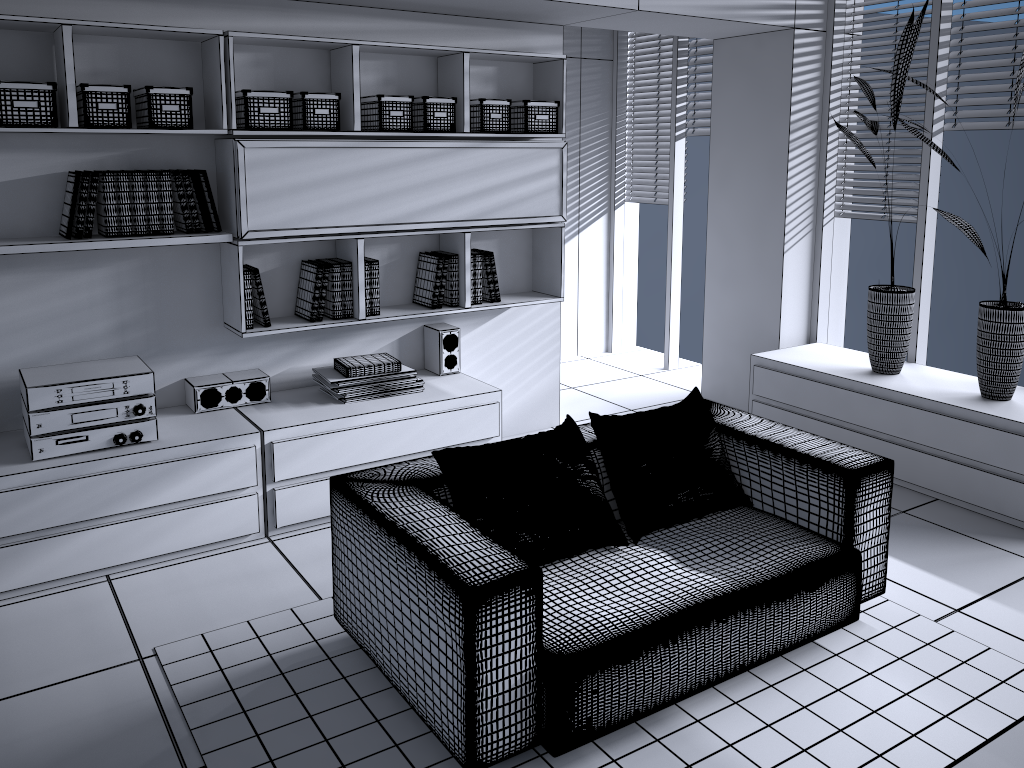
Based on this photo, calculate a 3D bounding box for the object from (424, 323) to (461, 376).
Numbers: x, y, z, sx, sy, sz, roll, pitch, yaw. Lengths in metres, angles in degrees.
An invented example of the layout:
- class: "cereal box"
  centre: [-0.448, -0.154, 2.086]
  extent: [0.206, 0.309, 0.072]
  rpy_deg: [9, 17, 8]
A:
- class: "object"
  centre: [-0.352, -0.177, 4.460]
  extent: [0.120, 0.227, 0.179]
  rpy_deg: [-6, 13, -32]

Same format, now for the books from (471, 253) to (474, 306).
- class: "books"
  centre: [-0.260, -0.535, 4.424]
  extent: [0.050, 0.254, 0.210]
  rpy_deg: [-6, 13, -32]

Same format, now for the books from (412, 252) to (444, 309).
- class: "books"
  centre: [-0.411, -0.509, 4.318]
  extent: [0.075, 0.255, 0.210]
  rpy_deg: [-6, 13, -32]

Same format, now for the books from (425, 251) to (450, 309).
- class: "books"
  centre: [-0.385, -0.514, 4.335]
  extent: [0.075, 0.255, 0.210]
  rpy_deg: [-6, 13, -33]

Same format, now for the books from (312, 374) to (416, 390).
- class: "books"
  centre: [-0.693, -0.036, 4.088]
  extent: [0.418, 0.008, 0.290]
  rpy_deg: [-9, 17, -31]

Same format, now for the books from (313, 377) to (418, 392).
- class: "books"
  centre: [-0.674, -0.027, 4.093]
  extent: [0.418, 0.008, 0.290]
  rpy_deg: [-9, 17, -31]

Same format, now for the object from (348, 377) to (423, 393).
- class: "object"
  centre: [-0.663, -0.019, 4.107]
  extent: [0.418, 0.008, 0.290]
  rpy_deg: [-9, 17, -31]

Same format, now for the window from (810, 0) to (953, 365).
- class: "window"
  centre: [3.300, -0.705, 2.807]
  extent: [0.100, 3.062, 5.588]
  rpy_deg: [-6, 14, -32]

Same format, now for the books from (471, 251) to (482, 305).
- class: "books"
  centre: [-0.220, -0.543, 4.455]
  extent: [0.050, 0.254, 0.210]
  rpy_deg: [-6, 13, -32]

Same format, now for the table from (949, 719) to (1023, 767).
- class: "table"
  centre: [1.029, 0.996, 1.464]
  extent: [1.208, 0.381, 0.660]
  rpy_deg: [-9, 16, -32]

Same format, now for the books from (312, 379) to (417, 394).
- class: "books"
  centre: [-0.680, -0.017, 4.091]
  extent: [0.418, 0.008, 0.290]
  rpy_deg: [-9, 17, -31]

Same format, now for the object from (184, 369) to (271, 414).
- class: "object"
  centre: [-1.253, 0.029, 3.892]
  extent: [0.331, 0.117, 0.179]
  rpy_deg: [-9, 16, -32]

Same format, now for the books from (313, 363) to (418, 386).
- class: "books"
  centre: [-0.673, -0.054, 4.087]
  extent: [0.418, 0.008, 0.290]
  rpy_deg: [-9, 17, -31]

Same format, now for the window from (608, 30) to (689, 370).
- class: "window"
  centre: [0.980, -1.664, 6.410]
  extent: [0.100, 3.069, 0.697]
  rpy_deg: [-6, 11, -32]

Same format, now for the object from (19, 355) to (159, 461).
- class: "object"
  centre: [-1.624, 0.081, 3.383]
  extent: [0.433, 0.264, 0.352]
  rpy_deg: [-8, 15, -32]

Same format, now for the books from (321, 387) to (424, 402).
- class: "books"
  centre: [-0.646, 0.017, 4.119]
  extent: [0.418, 0.008, 0.290]
  rpy_deg: [-9, 17, -31]

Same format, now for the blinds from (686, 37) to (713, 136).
- class: "blinds"
  centre: [1.402, -2.329, 5.797]
  extent: [0.039, 1.351, 0.645]
  rpy_deg: [-6, 11, -32]

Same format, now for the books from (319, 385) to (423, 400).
- class: "books"
  centre: [-0.665, 0.008, 4.114]
  extent: [0.418, 0.008, 0.290]
  rpy_deg: [-9, 17, -31]

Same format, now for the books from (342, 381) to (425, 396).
- class: "books"
  centre: [-0.645, -0.010, 4.112]
  extent: [0.418, 0.008, 0.290]
  rpy_deg: [-9, 17, -31]

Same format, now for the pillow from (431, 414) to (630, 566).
- class: "pillow"
  centre: [0.064, 0.369, 2.776]
  extent: [0.571, 0.382, 0.345]
  rpy_deg: [-9, 15, -35]

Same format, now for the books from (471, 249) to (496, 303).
- class: "books"
  centre: [-0.165, -0.552, 4.488]
  extent: [0.075, 0.255, 0.210]
  rpy_deg: [-6, 13, -31]

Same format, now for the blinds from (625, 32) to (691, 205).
- class: "blinds"
  centre: [1.053, -2.251, 6.365]
  extent: [0.039, 1.867, 0.645]
  rpy_deg: [-6, 11, -32]

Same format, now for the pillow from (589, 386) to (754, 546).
- class: "pillow"
  centre: [0.552, 0.265, 3.085]
  extent: [0.570, 0.391, 0.304]
  rpy_deg: [-9, 14, -35]

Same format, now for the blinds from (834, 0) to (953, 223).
- class: "blinds"
  centre: [2.059, -1.824, 4.767]
  extent: [0.057, 1.847, 0.645]
  rpy_deg: [-6, 11, -32]

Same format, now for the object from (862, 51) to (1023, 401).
- class: "object"
  centre: [2.043, -0.828, 3.816]
  extent: [0.697, 1.829, 1.570]
  rpy_deg: [-7, 14, -37]

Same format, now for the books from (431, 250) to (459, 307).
- class: "books"
  centre: [-0.330, -0.524, 4.374]
  extent: [0.050, 0.254, 0.210]
  rpy_deg: [-6, 13, -32]

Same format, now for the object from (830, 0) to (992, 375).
- class: "object"
  centre: [2.033, -1.535, 4.342]
  extent: [0.495, 2.931, 1.454]
  rpy_deg: [-1, 10, -4]

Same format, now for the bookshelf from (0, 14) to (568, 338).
- class: "bookshelf"
  centre: [-0.984, -0.869, 3.865]
  extent: [2.835, 1.229, 0.332]
  rpy_deg: [-9, 13, -32]

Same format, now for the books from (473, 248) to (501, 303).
- class: "books"
  centre: [-0.138, -0.556, 4.504]
  extent: [0.075, 0.255, 0.210]
  rpy_deg: [-6, 13, -32]

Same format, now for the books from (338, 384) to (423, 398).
- class: "books"
  centre: [-0.650, -0.001, 4.110]
  extent: [0.418, 0.008, 0.290]
  rpy_deg: [-9, 17, -31]

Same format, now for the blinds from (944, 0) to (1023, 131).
- class: "blinds"
  centre: [2.408, -1.903, 4.200]
  extent: [0.051, 1.340, 0.645]
  rpy_deg: [-6, 12, -32]

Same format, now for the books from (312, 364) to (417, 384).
- class: "books"
  centre: [-0.692, -0.063, 4.082]
  extent: [0.418, 0.008, 0.290]
  rpy_deg: [-9, 17, -31]

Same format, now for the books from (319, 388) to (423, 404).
- class: "books"
  centre: [-0.652, 0.027, 4.117]
  extent: [0.418, 0.008, 0.290]
  rpy_deg: [-9, 17, -31]

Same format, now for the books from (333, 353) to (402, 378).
- class: "books"
  centre: [-0.666, -0.086, 4.054]
  extent: [0.259, 0.049, 0.211]
  rpy_deg: [-8, 16, -27]
